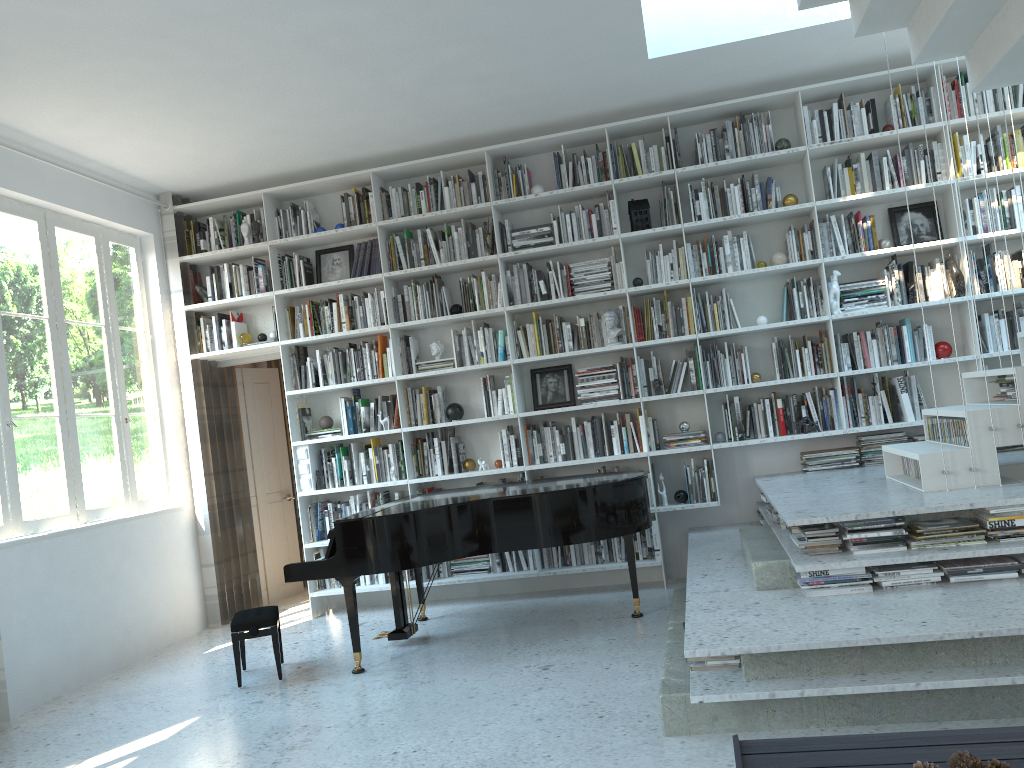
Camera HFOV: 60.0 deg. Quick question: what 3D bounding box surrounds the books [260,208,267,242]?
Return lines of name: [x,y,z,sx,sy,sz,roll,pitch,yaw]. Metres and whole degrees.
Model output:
books: [-1.825,-1.164,6.664,0.022,0.286,0.175,-8,-2,11]

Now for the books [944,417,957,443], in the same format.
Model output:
books: [2.280,0.233,4.524,0.125,0.125,0.008,-8,-2,11]

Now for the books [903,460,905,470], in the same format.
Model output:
books: [2.229,0.431,4.896,0.125,0.125,0.009,-8,-2,11]

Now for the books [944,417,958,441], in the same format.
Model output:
books: [2.278,0.233,4.516,0.125,0.125,0.008,-8,-2,11]

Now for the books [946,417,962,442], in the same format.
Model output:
books: [2.271,0.232,4.480,0.125,0.125,0.008,-8,-2,11]

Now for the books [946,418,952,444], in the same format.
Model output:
books: [2.272,0.232,4.487,0.125,0.125,0.007,-8,-2,11]

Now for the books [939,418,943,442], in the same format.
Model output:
books: [2.298,0.234,4.613,0.125,0.125,0.010,-8,-2,11]

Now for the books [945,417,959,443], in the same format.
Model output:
books: [2.275,0.232,4.502,0.125,0.125,0.008,-8,-2,11]

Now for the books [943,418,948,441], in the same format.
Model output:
books: [2.281,0.233,4.533,0.125,0.125,0.010,-8,-2,11]

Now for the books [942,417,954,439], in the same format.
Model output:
books: [2.288,0.233,4.564,0.125,0.125,0.010,-8,-2,11]

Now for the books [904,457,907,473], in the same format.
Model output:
books: [2.221,0.431,4.858,0.125,0.125,0.010,-8,-2,11]

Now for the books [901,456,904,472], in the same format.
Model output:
books: [2.235,0.432,4.928,0.125,0.125,0.007,-8,-2,11]

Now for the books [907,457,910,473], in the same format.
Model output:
books: [2.207,0.429,4.787,0.125,0.125,0.008,-8,-2,11]

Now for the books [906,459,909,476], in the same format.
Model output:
books: [2.213,0.430,4.818,0.125,0.125,0.008,-8,-2,11]

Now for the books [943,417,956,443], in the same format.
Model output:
books: [2.283,0.233,4.541,0.125,0.125,0.007,-8,-2,11]

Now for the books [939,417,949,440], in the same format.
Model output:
books: [2.300,0.235,4.624,0.125,0.125,0.012,-8,-2,11]

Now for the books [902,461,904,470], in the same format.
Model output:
books: [2.234,0.432,4.921,0.125,0.125,0.008,-8,-2,11]

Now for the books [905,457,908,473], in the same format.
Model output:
books: [2.216,0.430,4.833,0.125,0.125,0.009,-8,-2,11]

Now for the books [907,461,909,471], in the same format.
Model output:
books: [2.210,0.430,4.803,0.125,0.125,0.008,-8,-2,11]

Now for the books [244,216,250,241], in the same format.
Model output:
books: [-1.957,-1.125,6.680,0.025,0.243,0.167,-8,-2,11]

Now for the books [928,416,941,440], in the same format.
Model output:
books: [2.342,0.239,4.826,0.125,0.125,0.012,-8,-2,11]

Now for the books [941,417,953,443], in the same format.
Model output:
books: [2.290,0.234,4.576,0.125,0.125,0.014,-8,-2,11]

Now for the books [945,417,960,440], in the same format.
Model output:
books: [2.274,0.232,4.495,0.125,0.125,0.008,-8,-2,11]

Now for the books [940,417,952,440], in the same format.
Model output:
books: [2.292,0.234,4.587,0.125,0.125,0.010,-8,-2,11]

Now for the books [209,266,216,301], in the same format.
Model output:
books: [-2.245,-0.742,6.751,0.011,0.296,0.162,-8,-2,11]

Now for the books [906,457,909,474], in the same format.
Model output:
books: [2.211,0.430,4.811,0.125,0.125,0.008,-8,-2,11]

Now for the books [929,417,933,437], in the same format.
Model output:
books: [2.339,0.238,4.815,0.125,0.125,0.008,-8,-2,11]

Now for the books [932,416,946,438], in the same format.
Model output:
books: [2.327,0.237,4.758,0.125,0.125,0.010,-8,-2,11]

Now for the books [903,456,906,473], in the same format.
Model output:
books: [2.226,0.431,4.880,0.125,0.125,0.007,-8,-2,11]

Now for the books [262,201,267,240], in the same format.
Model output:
books: [-1.812,-1.192,6.657,0.014,0.337,0.168,-8,-2,11]

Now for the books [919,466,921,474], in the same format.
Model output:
books: [2.157,0.425,4.545,0.125,0.125,0.008,-8,-2,11]

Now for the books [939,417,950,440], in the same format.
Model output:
books: [2.296,0.234,4.606,0.125,0.125,0.009,-8,-2,11]

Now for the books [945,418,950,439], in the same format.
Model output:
books: [2.277,0.232,4.509,0.125,0.125,0.008,-8,-2,11]

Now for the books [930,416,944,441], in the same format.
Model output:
books: [2.333,0.238,4.785,0.125,0.125,0.008,-8,-2,11]

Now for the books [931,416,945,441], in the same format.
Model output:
books: [2.330,0.237,4.768,0.125,0.125,0.010,-8,-2,11]

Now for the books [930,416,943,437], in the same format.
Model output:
books: [2.335,0.238,4.793,0.125,0.125,0.007,-8,-2,11]

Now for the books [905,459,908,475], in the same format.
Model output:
books: [2.217,0.430,4.841,0.125,0.125,0.009,-8,-2,11]

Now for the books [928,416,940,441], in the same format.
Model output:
books: [2.343,0.239,4.835,0.125,0.125,0.010,-8,-2,11]

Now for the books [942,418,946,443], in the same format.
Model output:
books: [2.286,0.233,4.556,0.125,0.125,0.007,-8,-2,11]

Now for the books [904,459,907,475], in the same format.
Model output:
books: [2.223,0.431,4.866,0.125,0.125,0.008,-8,-2,11]

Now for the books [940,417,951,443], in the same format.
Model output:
books: [2.294,0.234,4.596,0.125,0.125,0.007,-8,-2,11]

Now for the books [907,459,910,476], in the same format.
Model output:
books: [2.208,0.429,4.796,0.125,0.125,0.008,-8,-2,11]

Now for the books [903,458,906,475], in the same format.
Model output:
books: [2.227,0.431,4.888,0.125,0.125,0.007,-8,-2,11]

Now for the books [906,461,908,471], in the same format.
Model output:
books: [2.214,0.430,4.825,0.125,0.125,0.007,-8,-2,11]

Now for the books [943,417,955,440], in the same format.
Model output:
books: [2.285,0.233,4.548,0.125,0.125,0.007,-8,-2,11]

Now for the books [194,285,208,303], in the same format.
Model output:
books: [-2.334,-0.669,6.777,0.121,0.175,0.129,-8,-2,11]

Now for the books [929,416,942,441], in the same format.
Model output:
books: [2.338,0.238,4.807,0.125,0.125,0.007,-8,-2,11]

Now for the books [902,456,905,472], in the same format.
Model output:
books: [2.231,0.431,4.905,0.125,0.125,0.010,-8,-2,11]

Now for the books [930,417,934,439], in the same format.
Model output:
books: [2.336,0.238,4.800,0.125,0.125,0.007,-8,-2,11]

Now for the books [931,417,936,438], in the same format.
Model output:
books: [2.332,0.238,4.778,0.125,0.125,0.008,-8,-2,11]

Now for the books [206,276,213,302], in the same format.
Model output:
books: [-2.263,-0.699,6.752,0.034,0.217,0.166,-8,-2,11]

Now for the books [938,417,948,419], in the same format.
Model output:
books: [2.302,0.235,4.635,0.125,0.125,0.008,-8,-2,11]

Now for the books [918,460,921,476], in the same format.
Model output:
books: [2.158,0.425,4.552,0.125,0.125,0.008,-8,-2,11]

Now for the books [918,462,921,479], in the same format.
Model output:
books: [2.160,0.425,4.560,0.125,0.125,0.008,-8,-2,11]

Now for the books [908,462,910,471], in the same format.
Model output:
books: [2.205,0.429,4.780,0.125,0.125,0.007,-8,-2,11]

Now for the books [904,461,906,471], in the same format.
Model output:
books: [2.224,0.431,4.873,0.125,0.125,0.008,-8,-2,11]

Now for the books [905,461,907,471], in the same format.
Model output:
books: [2.219,0.430,4.849,0.125,0.125,0.007,-8,-2,11]

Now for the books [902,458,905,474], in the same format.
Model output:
books: [2.232,0.432,4.914,0.125,0.125,0.008,-8,-2,11]
